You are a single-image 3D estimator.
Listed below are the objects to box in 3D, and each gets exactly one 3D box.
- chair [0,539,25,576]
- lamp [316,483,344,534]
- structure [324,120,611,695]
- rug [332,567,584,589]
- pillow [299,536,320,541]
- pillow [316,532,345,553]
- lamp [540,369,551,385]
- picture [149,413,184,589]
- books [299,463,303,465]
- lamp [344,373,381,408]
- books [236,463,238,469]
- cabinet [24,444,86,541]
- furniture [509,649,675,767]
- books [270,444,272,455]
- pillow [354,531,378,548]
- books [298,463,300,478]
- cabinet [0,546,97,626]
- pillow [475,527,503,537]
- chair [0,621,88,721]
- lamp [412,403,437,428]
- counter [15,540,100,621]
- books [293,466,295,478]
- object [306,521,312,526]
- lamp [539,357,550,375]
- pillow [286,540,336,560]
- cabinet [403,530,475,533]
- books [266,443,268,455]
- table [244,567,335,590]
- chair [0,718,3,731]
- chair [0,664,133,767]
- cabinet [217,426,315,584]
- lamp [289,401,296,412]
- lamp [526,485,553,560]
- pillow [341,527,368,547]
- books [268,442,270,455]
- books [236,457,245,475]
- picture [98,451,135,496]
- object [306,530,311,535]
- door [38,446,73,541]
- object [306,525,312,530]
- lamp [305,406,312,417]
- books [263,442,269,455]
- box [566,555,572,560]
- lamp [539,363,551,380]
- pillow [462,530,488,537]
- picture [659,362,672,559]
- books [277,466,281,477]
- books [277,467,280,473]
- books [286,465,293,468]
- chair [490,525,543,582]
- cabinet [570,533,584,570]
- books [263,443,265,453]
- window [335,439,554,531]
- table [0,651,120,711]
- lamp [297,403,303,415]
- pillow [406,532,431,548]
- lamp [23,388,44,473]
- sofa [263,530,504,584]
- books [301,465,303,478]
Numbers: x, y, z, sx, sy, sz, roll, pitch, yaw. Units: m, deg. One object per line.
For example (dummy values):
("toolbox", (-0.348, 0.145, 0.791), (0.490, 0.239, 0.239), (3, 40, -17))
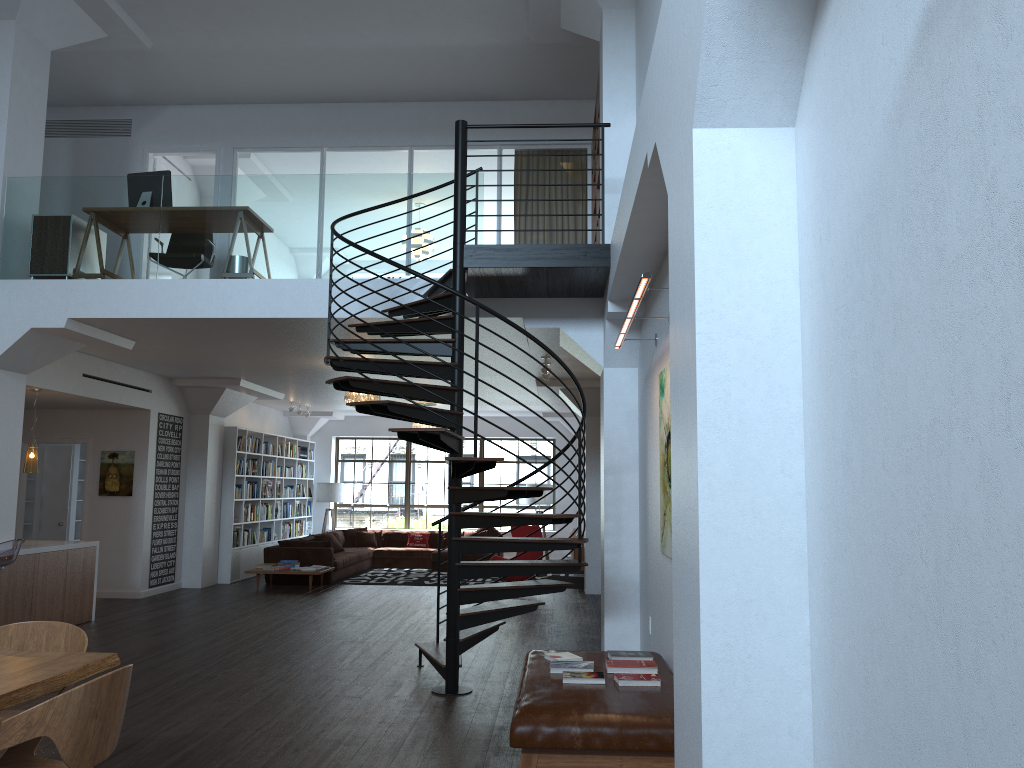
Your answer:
("chair", (-4.408, 1.813, 7.454), (0.481, 1.014, 0.530), (0, -7, 5))
("lamp", (-3.753, 2.823, 18.199), (0.545, 1.579, 0.545), (1, -7, -8))
("structure", (-0.421, 0.089, 6.760), (1.998, 4.352, 1.998), (6, -8, -36))
("rug", (-0.682, 3.263, 15.017), (4.200, 0.007, 3.100), (0, -7, 4))
("pillow", (-3.192, 2.627, 14.239), (0.269, 0.411, 0.559), (6, -9, -41))
("pillow", (-3.226, 2.819, 15.658), (0.325, 0.391, 0.625), (-2, -7, 19))
("lamp", (0.438, -0.087, 11.256), (0.111, 0.211, 0.120), (-5, -9, 37))
("picture", (-4.853, 1.622, 12.477), (0.021, 2.380, 0.800), (0, -7, 3))
("books", (-4.221, 1.714, 17.536), (0.176, 0.290, 0.036), (0, -7, 2))
("lamp", (-1.833, 0.021, 10.897), (0.442, 0.539, 0.441), (7, -10, -44))
("books", (-4.400, 1.332, 13.904), (0.161, 0.182, 0.170), (0, -7, 3))
("cabinet", (-6.959, 1.512, 13.437), (0.527, 2.991, 2.630), (0, -7, 3))
("furniture", (0.483, 1.837, 4.899), (0.907, 0.453, 1.819), (0, -7, 3))
("books", (-4.315, 1.160, 15.628), (0.139, 0.191, 0.036), (0, -7, 3))
("pillow", (-2.835, 3.004, 17.151), (0.489, 0.337, 0.238), (4, -8, -27))
("books", (-4.233, 1.682, 17.265), (0.176, 0.290, 0.053), (0, -7, 2))
("cabinet", (-5.147, 1.918, 7.528), (0.898, 0.796, 4.493), (0, -7, 3))
("pillow", (-0.529, 2.932, 17.228), (0.651, 0.587, 0.335), (3, -7, -18))
("chair", (-2.200, 1.495, 3.844), (0.629, 0.833, 0.618), (1, -7, -2))
("lamp", (-1.572, 0.624, 15.915), (0.442, 0.539, 0.441), (7, -10, -44))
("counter", (-4.318, 1.704, 5.872), (3.039, 0.860, 8.182), (4, -8, -26))
("books", (-4.254, 1.681, 16.993), (0.158, 0.226, 0.052), (0, -7, 3))
("object", (-4.256, 2.820, 17.911), (0.316, 0.088, 0.410), (0, -7, 3))
("lamp", (0.384, -0.209, 10.240), (0.120, 0.211, 0.111), (3, -7, -23))
("pillow", (-3.168, 2.637, 13.968), (0.750, 0.364, 0.289), (0, -7, 2))
("cabinet", (-1.468, 3.312, 18.088), (1.520, 0.625, 0.350), (0, -7, 3))
("books", (-4.326, 1.129, 15.408), (0.146, 0.202, 0.027), (0, -7, 3))
("table", (-3.284, 2.882, 13.153), (1.100, 0.271, 0.853), (0, -7, 3))
("chair", (-1.705, 1.315, 2.301), (0.618, 0.833, 0.629), (0, -7, 4))
("chair", (-1.659, 1.405, 3.062), (0.617, 0.830, 0.629), (0, -7, 3))
("cabinet", (-4.422, 2.129, 15.969), (0.461, 2.414, 4.500), (0, -7, 3))
("lamp", (-3.885, 0.396, 15.628), (0.111, 0.211, 0.120), (-5, -9, 37))
("lamp", (0.549, 2.824, 17.871), (0.545, 1.579, 0.545), (-1, -7, 14))
("pillow", (-3.021, 2.997, 17.259), (0.580, 0.418, 0.334), (4, -7, -24))
("books", (-4.328, 1.132, 15.543), (0.158, 0.226, 0.052), (0, -7, 3))
("books", (-4.378, 1.314, 14.208), (0.176, 0.290, 0.053), (0, -7, 3))
("picture", (-5.303, 1.200, 11.895), (0.450, 0.600, 0.030), (0, -7, 3))
("object", (-4.250, 2.995, 17.890), (0.331, 0.088, 0.410), (0, -7, 3))
("door", (-6.771, 1.901, 12.723), (0.826, 2.032, 0.174), (0, -7, 3))
("object", (-4.249, 2.907, 17.900), (0.331, 0.088, 0.410), (0, -7, 3))
("lamp", (-3.831, 0.518, 16.644), (0.120, 0.211, 0.111), (3, -7, -23))
("books", (-4.325, 1.124, 15.494), (0.140, 0.231, 0.042), (0, -7, 3))
("box", (1.209, 3.547, 17.910), (0.228, 0.165, 0.368), (0, -7, 3))
("lamp", (0.411, -0.147, 10.754), (0.120, 0.211, 0.111), (6, -9, -37))
("pillow", (-0.744, 2.994, 17.065), (0.542, 0.362, 0.248), (-2, -7, 24))
("picture", (0.978, 0.465, 5.470), (0.010, 1.200, 1.095), (0, -7, 3))
("books", (-4.287, 1.599, 16.157), (0.139, 0.191, 0.036), (0, -7, 3))
("books", (-4.287, 1.601, 16.100), (0.126, 0.173, 0.032), (0, -7, 3))
("books", (-4.253, 1.672, 16.945), (0.140, 0.231, 0.042), (0, -7, 3))
("chair", (0.075, 2.529, 13.027), (0.801, 1.006, 0.798), (-3, -8, 28))
("cabinet", (1.274, 2.897, 15.581), (0.459, 0.350, 4.501), (0, -7, 3))
("books", (-4.332, 1.117, 15.267), (0.139, 0.191, 0.036), (0, -7, 3))
("window", (-1.431, 2.123, 18.778), (4.648, 1.905, 0.114), (0, -7, 3))
("table", (-2.298, 1.307, 1.929), (1.012, 0.750, 3.803), (0, -7, 3))
("lamp", (-3.858, 0.456, 16.130), (0.120, 0.211, 0.111), (6, -9, -37))
("pillow", (-1.819, 3.039, 17.236), (0.465, 0.308, 0.220), (1, -7, -1))
("lamp", (-5.126, 0.501, 9.505), (0.149, 0.900, 0.149), (7, -9, -42))
("sofa", (-2.006, 2.992, 15.632), (3.481, 0.664, 4.197), (0, -7, 3))
("books", (-4.214, 1.728, 17.499), (0.183, 0.253, 0.034), (0, -7, 2))
